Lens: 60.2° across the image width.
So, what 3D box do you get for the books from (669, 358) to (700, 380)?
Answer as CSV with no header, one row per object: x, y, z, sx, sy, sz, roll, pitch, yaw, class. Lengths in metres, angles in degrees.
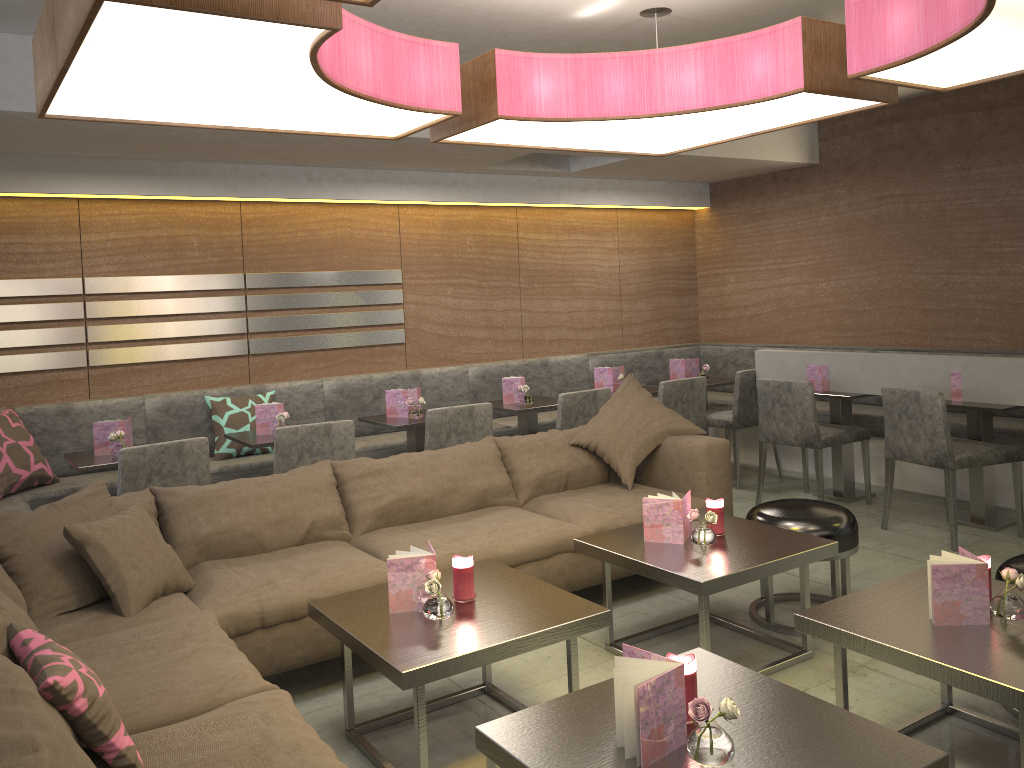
1.239,-0.101,6.346,0.158,0.164,0.143,-5,4,-38,books

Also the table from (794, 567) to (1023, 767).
1.236,0.822,2.330,0.659,0.411,0.658,-6,5,-33,table

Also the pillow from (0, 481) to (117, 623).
-1.446,0.554,2.877,0.291,0.393,0.529,-1,4,26,pillow

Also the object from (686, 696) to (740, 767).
0.381,0.656,1.690,0.100,0.129,0.095,0,4,40,object

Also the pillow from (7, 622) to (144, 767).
-0.946,0.666,1.894,0.181,0.252,0.464,-5,5,-37,pillow

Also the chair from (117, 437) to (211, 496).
-1.617,0.620,3.967,0.478,0.760,0.492,-5,3,-41,chair

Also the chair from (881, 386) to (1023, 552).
2.221,0.385,4.507,0.493,0.760,0.477,-4,3,-21,chair

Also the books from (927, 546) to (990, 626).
1.162,0.540,2.361,0.143,0.164,0.158,-3,3,2,books

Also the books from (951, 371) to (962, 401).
2.407,0.007,4.699,0.143,0.164,0.158,-1,4,22,books

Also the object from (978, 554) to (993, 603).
1.286,0.538,2.437,0.075,0.128,0.076,-2,2,20,object

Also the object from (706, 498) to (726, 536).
0.744,0.484,3.235,0.075,0.128,0.076,-2,2,20,object

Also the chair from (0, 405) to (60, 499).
-2.532,0.343,4.385,0.295,0.426,0.493,-2,4,10,chair

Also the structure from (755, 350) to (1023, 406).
2.315,-0.037,4.782,0.095,0.231,2.491,-4,5,-33,structure

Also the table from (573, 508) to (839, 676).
0.689,0.764,3.170,0.659,0.411,0.658,-6,5,-33,table

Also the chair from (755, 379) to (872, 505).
1.763,0.335,5.223,0.493,0.760,0.477,-4,3,-35,chair

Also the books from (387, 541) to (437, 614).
-0.307,0.580,2.655,0.143,0.164,0.158,-3,3,-13,books

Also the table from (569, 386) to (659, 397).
0.749,0.368,5.907,0.507,0.653,0.506,-5,3,-33,table

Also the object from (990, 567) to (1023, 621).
1.305,0.547,2.367,0.095,0.125,0.194,-3,4,-1,object

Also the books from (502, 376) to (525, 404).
-0.004,0.039,5.527,0.143,0.164,0.158,-3,3,-13,books

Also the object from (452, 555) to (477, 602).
-0.146,0.583,2.663,0.075,0.128,0.076,-1,3,30,object

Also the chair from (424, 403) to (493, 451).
-0.367,0.479,4.790,0.478,0.760,0.492,-4,3,-30,chair

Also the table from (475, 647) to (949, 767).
0.384,0.917,1.775,0.659,0.411,0.658,-6,5,-33,table

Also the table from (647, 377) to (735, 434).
1.331,0.303,6.286,0.507,0.653,0.506,-5,3,-33,table

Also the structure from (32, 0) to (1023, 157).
0.291,-1.121,2.195,2.453,0.617,2.445,-6,6,-33,structure

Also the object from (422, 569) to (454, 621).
-0.215,0.600,2.518,0.091,0.132,0.102,-2,3,22,object

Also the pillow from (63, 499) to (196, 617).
-1.234,0.573,2.881,0.235,0.322,0.382,-2,4,12,pillow

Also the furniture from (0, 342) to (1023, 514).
0.429,0.446,4.259,5.663,0.851,4.262,-6,7,-33,furniture

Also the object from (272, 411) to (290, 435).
-1.193,0.205,4.562,0.092,0.125,0.111,-3,3,0,object

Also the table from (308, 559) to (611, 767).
-0.162,0.859,2.615,0.659,0.411,0.658,-6,5,-33,table

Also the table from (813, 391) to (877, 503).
2.017,0.359,5.397,0.507,0.653,0.506,-5,3,-33,table

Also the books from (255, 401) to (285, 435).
-1.282,0.182,4.695,0.143,0.164,0.158,-3,3,-13,books

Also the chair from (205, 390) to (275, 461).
-1.567,0.248,5.202,0.428,0.394,0.219,-5,3,-32,chair

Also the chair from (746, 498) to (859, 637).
1.142,0.693,3.480,0.422,0.450,0.424,0,4,38,chair

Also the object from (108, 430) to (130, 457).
-1.830,0.277,4.138,0.094,0.125,0.108,-2,3,10,object

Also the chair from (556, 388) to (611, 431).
0.299,0.405,5.216,0.478,0.760,0.492,-5,3,-37,chair

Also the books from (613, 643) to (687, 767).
0.280,0.638,1.787,0.143,0.164,0.259,-2,5,21,books

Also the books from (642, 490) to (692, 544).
0.567,0.482,3.221,0.143,0.164,0.158,-1,4,22,books

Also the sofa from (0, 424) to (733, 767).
0.277,0.742,2.276,3.188,0.673,3.771,-6,7,-33,sofa

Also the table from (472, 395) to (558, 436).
0.108,0.440,5.489,0.507,0.653,0.506,-5,3,-33,table

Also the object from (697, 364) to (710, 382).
1.341,-0.078,6.205,0.097,0.125,0.100,-1,3,27,object

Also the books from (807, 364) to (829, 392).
1.917,-0.040,5.407,0.158,0.164,0.143,-4,3,-18,books

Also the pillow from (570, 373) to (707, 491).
0.575,0.214,4.195,0.622,0.512,0.299,-4,3,-19,pillow

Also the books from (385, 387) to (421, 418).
-0.628,0.109,5.121,0.143,0.164,0.158,-1,4,22,books

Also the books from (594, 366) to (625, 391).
0.657,-0.035,5.958,0.143,0.164,0.158,0,4,37,books

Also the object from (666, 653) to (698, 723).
0.359,0.639,1.867,0.075,0.128,0.076,-1,3,30,object

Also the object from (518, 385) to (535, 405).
0.089,0.062,5.393,0.096,0.125,0.105,-5,4,-33,object

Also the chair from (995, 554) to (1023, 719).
1.687,0.750,2.642,0.424,0.450,0.423,-5,4,-37,chair

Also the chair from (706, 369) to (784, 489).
1.502,0.267,6.032,0.478,0.760,0.492,-4,3,-36,chair

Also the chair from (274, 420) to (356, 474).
-1.011,0.550,4.378,0.478,0.760,0.492,-4,3,-26,chair

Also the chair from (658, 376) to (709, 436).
0.944,0.335,5.613,0.478,0.760,0.492,-4,3,-34,chair

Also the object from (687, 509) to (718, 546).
0.675,0.500,3.119,0.106,0.129,0.095,-2,3,17,object

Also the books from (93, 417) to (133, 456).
-1.927,0.254,4.275,0.143,0.164,0.158,-3,3,-13,books

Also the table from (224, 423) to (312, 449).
-1.174,0.583,4.654,0.507,0.653,0.506,-5,3,-33,table

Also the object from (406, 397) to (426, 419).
-0.541,0.133,4.980,0.101,0.125,0.095,-2,3,21,object

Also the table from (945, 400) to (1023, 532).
2.484,0.408,4.678,0.507,0.653,0.506,-5,3,-33,table

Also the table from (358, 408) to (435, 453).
-0.533,0.511,5.072,0.507,0.653,0.506,-5,3,-33,table

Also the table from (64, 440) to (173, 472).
-1.816,0.655,4.236,0.507,0.653,0.506,-5,3,-33,table

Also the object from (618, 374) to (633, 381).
0.754,-0.012,5.817,0.106,0.125,0.093,-3,3,-1,object
